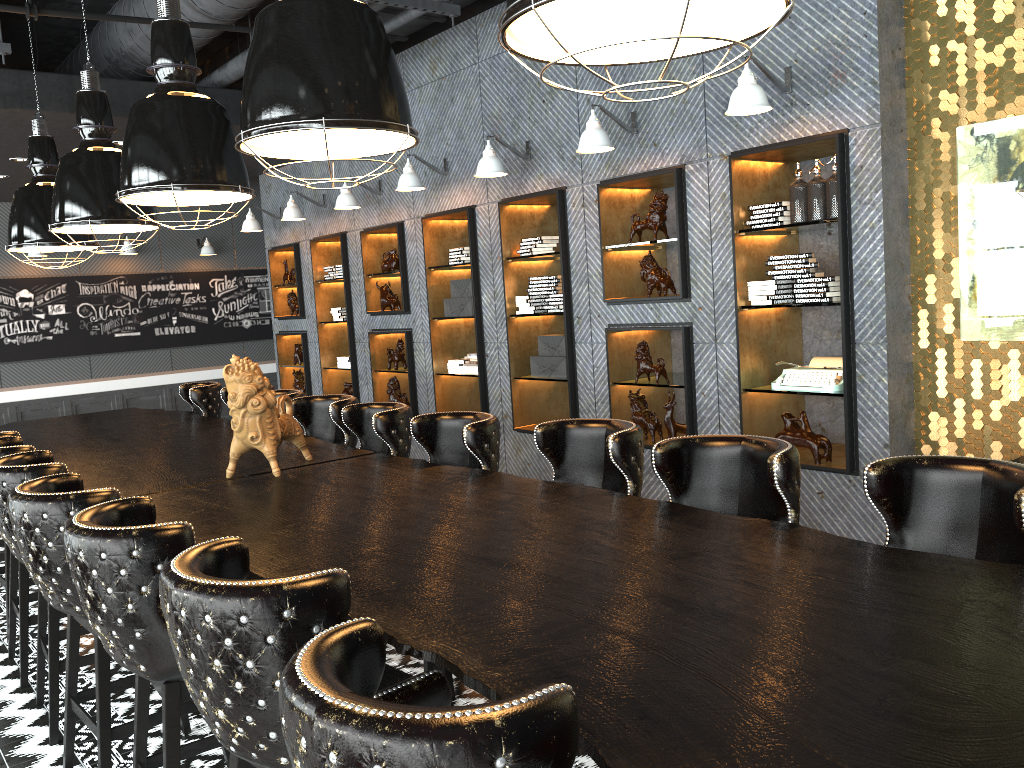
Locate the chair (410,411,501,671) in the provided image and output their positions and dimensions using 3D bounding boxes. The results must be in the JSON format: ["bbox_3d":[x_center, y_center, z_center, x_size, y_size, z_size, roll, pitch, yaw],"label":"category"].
[{"bbox_3d":[-0.302,0.699,3.942,0.568,1.091,0.504,-8,7,-36],"label":"chair"}]

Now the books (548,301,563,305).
[{"bbox_3d":[0.430,-0.622,6.749,0.194,0.028,0.245,-9,8,-42],"label":"books"}]

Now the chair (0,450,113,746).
[{"bbox_3d":[-1.813,0.826,3.680,0.568,1.091,0.504,-7,6,-34],"label":"chair"}]

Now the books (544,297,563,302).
[{"bbox_3d":[0.401,-0.649,6.749,0.245,0.028,0.194,1,8,42],"label":"books"}]

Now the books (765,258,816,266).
[{"bbox_3d":[1.621,-0.710,5.151,0.245,0.028,0.194,0,7,32],"label":"books"}]

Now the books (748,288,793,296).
[{"bbox_3d":[1.550,-0.544,5.242,0.246,0.028,0.193,-8,7,-36],"label":"books"}]

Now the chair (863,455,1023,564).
[{"bbox_3d":[1.115,0.770,2.301,0.568,1.091,0.504,-7,6,-29],"label":"chair"}]

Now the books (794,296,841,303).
[{"bbox_3d":[1.759,-0.479,5.019,0.194,0.028,0.245,-8,7,-37],"label":"books"}]

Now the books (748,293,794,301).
[{"bbox_3d":[1.544,-0.511,5.201,0.245,0.028,0.194,-6,6,-17],"label":"books"}]

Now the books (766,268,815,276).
[{"bbox_3d":[1.609,-0.649,5.117,0.245,0.028,0.194,-1,7,28],"label":"books"}]

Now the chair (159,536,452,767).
[{"bbox_3d":[-0.452,0.902,2.033,0.568,1.091,0.504,-9,7,-44],"label":"chair"}]

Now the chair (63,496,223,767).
[{"bbox_3d":[-0.923,0.880,2.558,0.568,1.091,0.504,-7,6,-34],"label":"chair"}]

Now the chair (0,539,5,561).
[{"bbox_3d":[-3.096,0.740,5.380,0.568,1.091,0.504,-7,6,-29],"label":"chair"}]

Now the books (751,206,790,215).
[{"bbox_3d":[1.561,-1.016,5.193,0.194,0.028,0.245,-8,7,-38],"label":"books"}]

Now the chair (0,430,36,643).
[{"bbox_3d":[-2.660,0.768,4.813,0.568,1.091,0.504,-9,7,-41],"label":"chair"}]

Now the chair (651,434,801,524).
[{"bbox_3d":[0.663,0.744,2.860,0.504,1.091,0.568,1,7,44],"label":"chair"}]

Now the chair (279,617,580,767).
[{"bbox_3d":[-0.036,0.935,1.430,0.504,1.091,0.568,1,7,44],"label":"chair"}]

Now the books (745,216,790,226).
[{"bbox_3d":[1.532,-0.960,5.223,0.194,0.028,0.245,-8,7,-34],"label":"books"}]

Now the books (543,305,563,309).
[{"bbox_3d":[0.377,-0.588,6.725,0.193,0.028,0.245,-7,6,-27],"label":"books"}]

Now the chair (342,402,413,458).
[{"bbox_3d":[-0.759,0.667,4.551,0.568,1.091,0.504,-7,6,-30],"label":"chair"}]

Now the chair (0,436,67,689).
[{"bbox_3d":[-2.247,0.798,4.244,0.568,1.091,0.504,-8,6,-35],"label":"chair"}]

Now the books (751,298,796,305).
[{"bbox_3d":[1.573,-0.490,5.250,0.245,0.028,0.194,-6,6,-23],"label":"books"}]

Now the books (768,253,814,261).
[{"bbox_3d":[1.623,-0.738,5.152,0.245,0.028,0.194,-1,6,23],"label":"books"}]

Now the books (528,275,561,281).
[{"bbox_3d":[0.277,-0.820,6.849,0.245,0.028,0.194,-1,6,27],"label":"books"}]

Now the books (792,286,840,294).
[{"bbox_3d":[1.751,-0.537,5.035,0.194,0.028,0.245,-8,7,-36],"label":"books"}]

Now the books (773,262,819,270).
[{"bbox_3d":[1.647,-0.681,5.133,0.245,0.028,0.194,-2,6,22],"label":"books"}]

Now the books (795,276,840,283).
[{"bbox_3d":[1.767,-0.593,5.021,0.194,0.028,0.245,-8,7,-39],"label":"books"}]

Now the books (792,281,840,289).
[{"bbox_3d":[1.756,-0.566,5.040,0.194,0.028,0.245,-7,7,-32],"label":"books"}]

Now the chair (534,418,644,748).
[{"bbox_3d":[0.254,0.711,3.449,0.568,1.091,0.504,-8,7,-36],"label":"chair"}]

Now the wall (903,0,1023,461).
[{"bbox_3d":[2.764,-1.115,3.845,0.025,4.378,2.445,-8,7,-38],"label":"wall"}]

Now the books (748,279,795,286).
[{"bbox_3d":[1.539,-0.599,5.231,0.246,0.028,0.193,-9,8,-40],"label":"books"}]

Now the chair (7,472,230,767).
[{"bbox_3d":[-1.370,0.857,3.080,0.568,1.091,0.504,-8,7,-40],"label":"chair"}]

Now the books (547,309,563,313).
[{"bbox_3d":[0.415,-0.562,6.730,0.194,0.028,0.245,-8,7,-34],"label":"books"}]

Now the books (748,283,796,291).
[{"bbox_3d":[1.541,-0.571,5.234,0.246,0.028,0.193,-9,8,-43],"label":"books"}]

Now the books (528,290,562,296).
[{"bbox_3d":[0.270,-0.705,6.841,0.245,0.028,0.194,-2,6,21],"label":"books"}]

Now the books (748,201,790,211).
[{"bbox_3d":[1.546,-1.044,5.207,0.194,0.028,0.245,-8,7,-35],"label":"books"}]

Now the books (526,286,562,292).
[{"bbox_3d":[0.260,-0.732,6.835,0.245,0.028,0.194,-1,6,24],"label":"books"}]

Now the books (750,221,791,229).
[{"bbox_3d":[1.559,-0.932,5.209,0.194,0.028,0.245,-8,7,-33],"label":"books"}]

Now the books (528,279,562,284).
[{"bbox_3d":[0.265,-0.791,6.848,0.245,0.028,0.194,-3,6,13],"label":"books"}]

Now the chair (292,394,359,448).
[{"bbox_3d":[-1.131,0.634,5.123,0.568,1.091,0.504,-9,7,-43],"label":"chair"}]

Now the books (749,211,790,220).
[{"bbox_3d":[1.548,-0.987,5.197,0.194,0.028,0.245,-8,7,-36],"label":"books"}]

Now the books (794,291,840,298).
[{"bbox_3d":[1.757,-0.507,5.018,0.193,0.028,0.245,-7,6,-25],"label":"books"}]

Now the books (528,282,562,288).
[{"bbox_3d":[0.271,-0.765,6.869,0.245,0.028,0.194,-2,6,22],"label":"books"}]

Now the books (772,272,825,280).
[{"bbox_3d":[1.662,-0.627,5.147,0.245,0.028,0.194,0,7,35],"label":"books"}]

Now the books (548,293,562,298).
[{"bbox_3d":[0.431,-0.676,6.723,0.194,0.028,0.245,-9,8,-43],"label":"books"}]

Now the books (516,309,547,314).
[{"bbox_3d":[0.182,-0.569,6.948,0.193,0.028,0.246,2,8,45],"label":"books"}]
